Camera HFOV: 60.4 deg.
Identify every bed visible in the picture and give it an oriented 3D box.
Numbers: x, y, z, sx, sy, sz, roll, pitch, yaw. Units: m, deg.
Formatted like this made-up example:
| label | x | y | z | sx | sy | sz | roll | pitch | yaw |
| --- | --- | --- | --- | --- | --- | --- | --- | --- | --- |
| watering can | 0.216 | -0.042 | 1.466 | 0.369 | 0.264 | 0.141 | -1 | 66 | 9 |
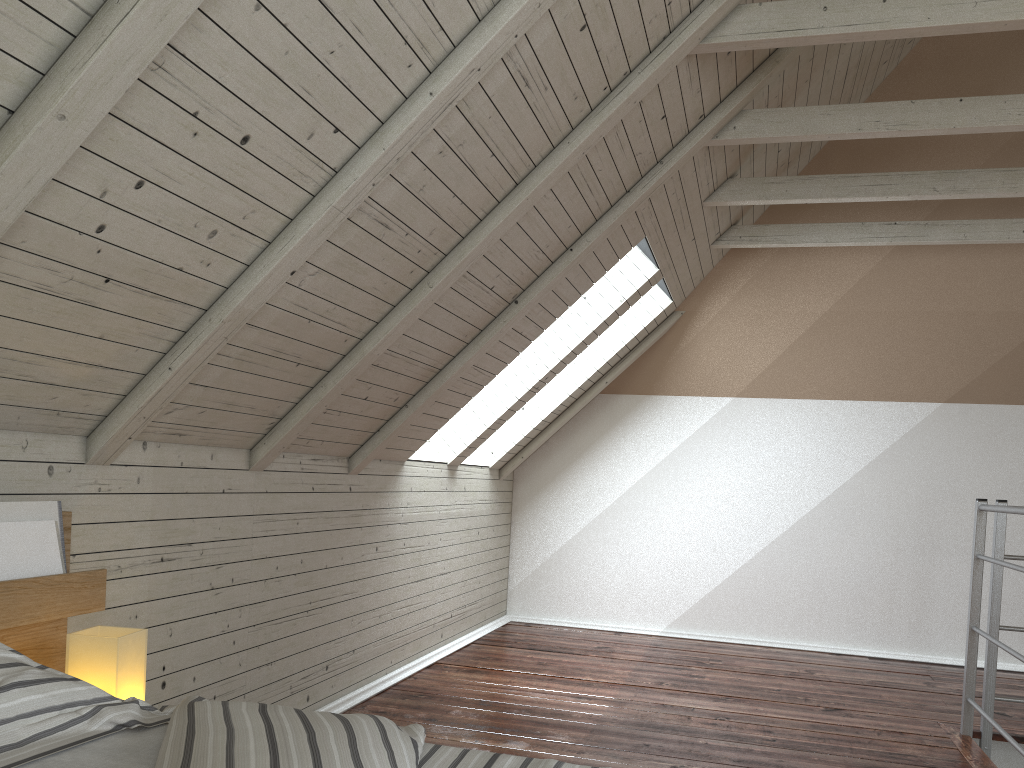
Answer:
| label | x | y | z | sx | sy | sz | roll | pitch | yaw |
| --- | --- | --- | --- | --- | --- | --- | --- | --- | --- |
| bed | -0.229 | 0.501 | 0.492 | 1.875 | 0.704 | 1.882 | 2 | -5 | 16 |

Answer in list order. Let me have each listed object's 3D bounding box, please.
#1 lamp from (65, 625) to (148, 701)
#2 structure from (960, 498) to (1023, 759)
| label | x | y | z | sx | sy | sz | roll | pitch | yaw |
| --- | --- | --- | --- | --- | --- | --- | --- | --- | --- |
| lamp | -0.677 | 0.537 | 1.464 | 0.090 | 0.252 | 0.090 | 3 | 1 | 6 |
| structure | 1.795 | 0.820 | 2.246 | 0.835 | 0.994 | 1.647 | 3 | -4 | 16 |
